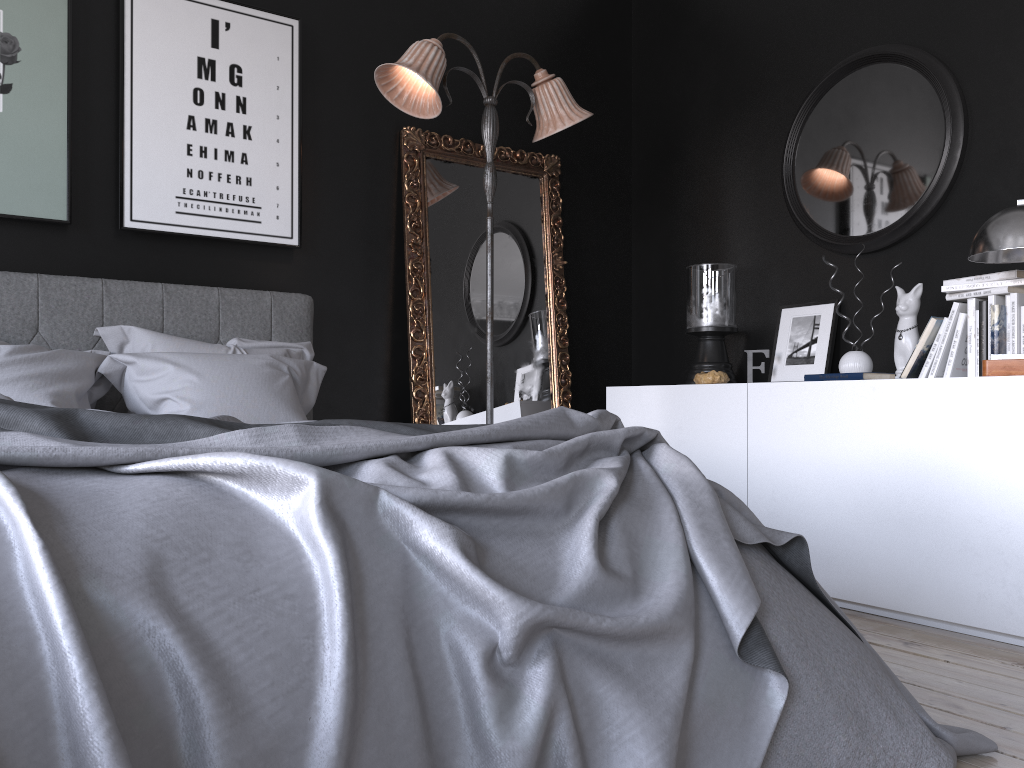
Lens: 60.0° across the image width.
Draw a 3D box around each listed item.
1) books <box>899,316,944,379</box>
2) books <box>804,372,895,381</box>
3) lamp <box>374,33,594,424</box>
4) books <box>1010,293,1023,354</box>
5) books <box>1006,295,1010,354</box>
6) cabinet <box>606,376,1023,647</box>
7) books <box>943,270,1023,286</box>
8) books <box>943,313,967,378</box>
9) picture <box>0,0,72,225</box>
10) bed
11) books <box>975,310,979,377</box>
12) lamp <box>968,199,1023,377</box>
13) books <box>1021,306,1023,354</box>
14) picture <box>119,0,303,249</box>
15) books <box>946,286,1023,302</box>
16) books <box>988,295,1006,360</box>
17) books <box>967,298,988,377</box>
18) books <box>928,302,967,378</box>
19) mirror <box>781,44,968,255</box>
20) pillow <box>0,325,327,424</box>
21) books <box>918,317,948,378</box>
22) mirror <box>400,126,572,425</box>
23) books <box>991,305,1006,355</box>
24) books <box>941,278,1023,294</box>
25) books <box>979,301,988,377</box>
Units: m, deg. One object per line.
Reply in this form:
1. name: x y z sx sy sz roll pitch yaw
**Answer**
1. books: 1.660 -0.133 3.499 0.203 0.246 0.158 1 -1 -34
2. books: 1.331 -0.026 3.497 0.193 0.030 0.289 1 -2 -29
3. lamp: -0.099 -0.328 3.992 0.986 2.411 0.772 0 0 -2
4. books: 1.880 -0.169 3.226 0.220 0.307 0.024 1 -1 -34
5. books: 1.888 -0.168 3.264 0.221 0.306 0.030 1 -1 -34
6. cabinet: 1.392 0.436 3.711 0.570 0.882 2.397 0 -1 -34
7. books: 1.835 -0.388 3.344 0.220 0.030 0.306 1 -2 -24
8. books: 1.754 -0.140 3.415 0.195 0.256 0.091 1 -1 -34
9. picture: -2.110 -1.189 3.369 0.792 1.078 0.014 1 -1 -34
10. bed: -0.903 0.190 2.302 3.284 1.298 2.766 -1 -2 44
11. books: 1.806 -0.143 3.338 0.195 0.258 0.026 1 -1 -34
12. lamp: 1.709 -0.319 2.951 0.340 0.590 0.328 0 -1 36
13. books: 1.898 -0.146 3.204 0.195 0.258 0.026 1 -1 -34
14. picture: -1.308 -1.174 3.915 0.792 1.078 0.014 1 -1 -34
15. books: 1.810 -0.335 3.333 0.195 0.026 0.259 1 -2 -24
16. books: 1.836 -0.168 3.291 0.220 0.307 0.024 1 -1 -34
17. books: 1.809 -0.165 3.380 0.221 0.306 0.030 1 -1 -34
18. books: 1.734 -0.160 3.441 0.220 0.296 0.126 1 -1 -34
19. mirror: 1.597 -1.056 4.022 0.061 0.924 0.924 0 -1 -34
20. pillow: -1.481 0.028 3.255 1.830 0.759 0.680 1 -1 -34
21. books: 1.708 -0.132 3.482 0.195 0.245 0.132 1 -1 -34
22. mirror: -0.090 -0.197 4.641 0.991 2.192 0.254 0 0 -34
23. books: 1.818 -0.149 3.248 0.204 0.270 0.029 1 -1 -34
24. books: 1.813 -0.360 3.327 0.220 0.024 0.307 1 -2 -44
25. books: 1.801 -0.159 3.301 0.193 0.289 0.030 1 -1 -35
